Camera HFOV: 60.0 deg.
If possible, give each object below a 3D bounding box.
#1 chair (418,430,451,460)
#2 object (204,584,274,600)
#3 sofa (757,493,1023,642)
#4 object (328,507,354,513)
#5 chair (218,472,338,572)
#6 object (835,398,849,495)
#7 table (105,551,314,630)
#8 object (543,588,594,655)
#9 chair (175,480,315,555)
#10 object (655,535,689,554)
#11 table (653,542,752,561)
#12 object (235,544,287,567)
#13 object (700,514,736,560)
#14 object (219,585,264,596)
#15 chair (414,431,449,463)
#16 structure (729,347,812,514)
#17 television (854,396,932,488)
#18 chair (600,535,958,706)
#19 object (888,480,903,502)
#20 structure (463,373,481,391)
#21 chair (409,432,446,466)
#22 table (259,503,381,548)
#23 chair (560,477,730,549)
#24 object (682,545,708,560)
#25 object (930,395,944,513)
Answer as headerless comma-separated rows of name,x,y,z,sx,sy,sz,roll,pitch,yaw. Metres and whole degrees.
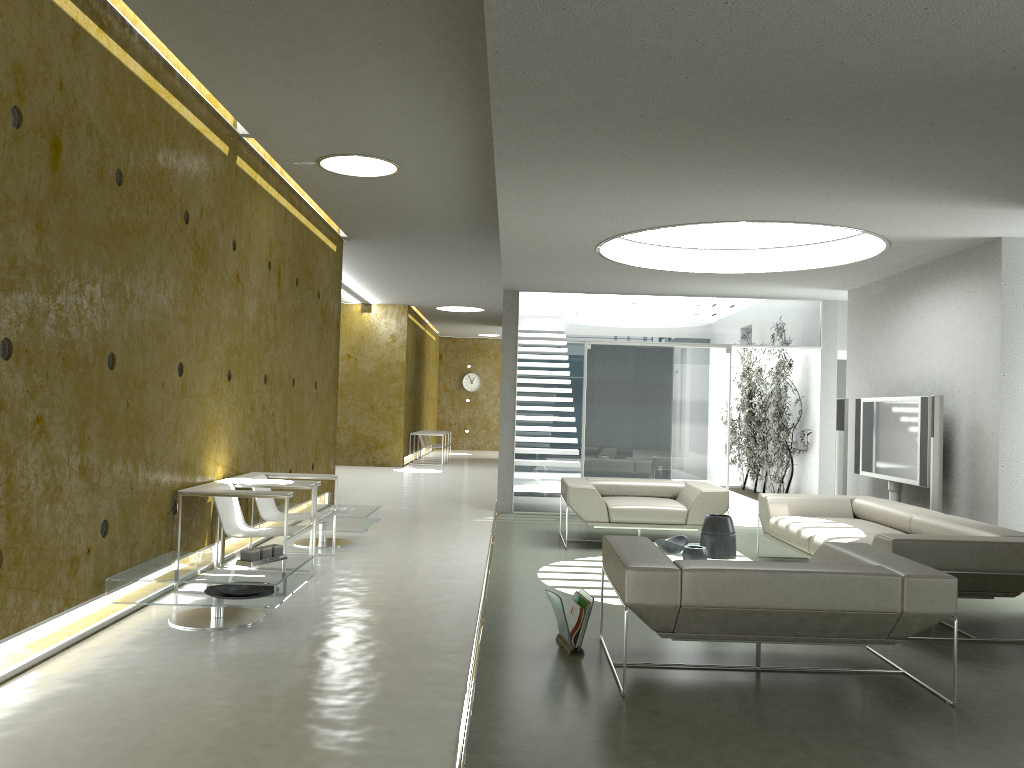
chair,-1.822,1.448,20.935,0.710,0.667,0.800,2,-2,0
object,-1.505,1.159,4.933,0.394,0.027,0.394,2,-2,-17
sofa,2.684,1.225,6.501,1.037,0.585,2.791,2,-2,0
object,-1.508,1.117,7.838,0.197,0.029,0.189,2,-2,0
chair,-1.812,1.065,6.970,0.710,0.667,0.800,2,-2,0
object,3.512,0.888,9.438,0.310,1.469,0.310,1,-2,27
table,-1.695,1.202,5.117,0.900,0.300,0.900,2,-2,0
object,0.296,1.256,4.726,0.216,0.288,0.329,2,-2,-10
chair,-1.812,1.042,6.114,0.710,0.667,0.800,2,-2,0
object,1.207,1.218,6.690,0.223,0.125,0.317,1,-2,37
table,1.360,1.380,6.500,0.790,0.200,1.500,2,-2,0
object,-1.491,1.014,5.295,0.118,0.097,0.326,1,-2,25
object,1.533,1.132,6.592,0.265,0.309,0.265,2,-2,-17
object,-1.505,1.156,4.933,0.239,0.027,0.239,1,-2,17
chair,-1.821,1.424,20.079,0.710,0.667,0.800,2,-2,0
structure,3.440,0.411,12.542,0.646,2.589,3.371,2,-2,0
television,3.581,0.515,8.301,0.127,0.781,1.603,2,-2,0
chair,1.232,1.128,4.428,1.481,0.583,1.039,2,-2,0
object,3.505,1.247,8.281,0.323,0.689,0.882,2,-2,0
structure,-1.165,-0.046,25.849,0.547,0.539,0.016,2,-2,0
chair,-1.821,1.401,19.223,0.710,0.667,0.800,2,-2,0
table,-1.697,1.280,7.964,0.900,0.300,0.900,2,-2,0
chair,1.229,1.240,8.525,1.481,0.583,1.039,2,-2,0
object,1.301,1.216,6.306,0.177,0.113,0.177,2,-2,-19
object,3.447,0.825,7.200,0.310,1.469,0.310,2,-2,-23
